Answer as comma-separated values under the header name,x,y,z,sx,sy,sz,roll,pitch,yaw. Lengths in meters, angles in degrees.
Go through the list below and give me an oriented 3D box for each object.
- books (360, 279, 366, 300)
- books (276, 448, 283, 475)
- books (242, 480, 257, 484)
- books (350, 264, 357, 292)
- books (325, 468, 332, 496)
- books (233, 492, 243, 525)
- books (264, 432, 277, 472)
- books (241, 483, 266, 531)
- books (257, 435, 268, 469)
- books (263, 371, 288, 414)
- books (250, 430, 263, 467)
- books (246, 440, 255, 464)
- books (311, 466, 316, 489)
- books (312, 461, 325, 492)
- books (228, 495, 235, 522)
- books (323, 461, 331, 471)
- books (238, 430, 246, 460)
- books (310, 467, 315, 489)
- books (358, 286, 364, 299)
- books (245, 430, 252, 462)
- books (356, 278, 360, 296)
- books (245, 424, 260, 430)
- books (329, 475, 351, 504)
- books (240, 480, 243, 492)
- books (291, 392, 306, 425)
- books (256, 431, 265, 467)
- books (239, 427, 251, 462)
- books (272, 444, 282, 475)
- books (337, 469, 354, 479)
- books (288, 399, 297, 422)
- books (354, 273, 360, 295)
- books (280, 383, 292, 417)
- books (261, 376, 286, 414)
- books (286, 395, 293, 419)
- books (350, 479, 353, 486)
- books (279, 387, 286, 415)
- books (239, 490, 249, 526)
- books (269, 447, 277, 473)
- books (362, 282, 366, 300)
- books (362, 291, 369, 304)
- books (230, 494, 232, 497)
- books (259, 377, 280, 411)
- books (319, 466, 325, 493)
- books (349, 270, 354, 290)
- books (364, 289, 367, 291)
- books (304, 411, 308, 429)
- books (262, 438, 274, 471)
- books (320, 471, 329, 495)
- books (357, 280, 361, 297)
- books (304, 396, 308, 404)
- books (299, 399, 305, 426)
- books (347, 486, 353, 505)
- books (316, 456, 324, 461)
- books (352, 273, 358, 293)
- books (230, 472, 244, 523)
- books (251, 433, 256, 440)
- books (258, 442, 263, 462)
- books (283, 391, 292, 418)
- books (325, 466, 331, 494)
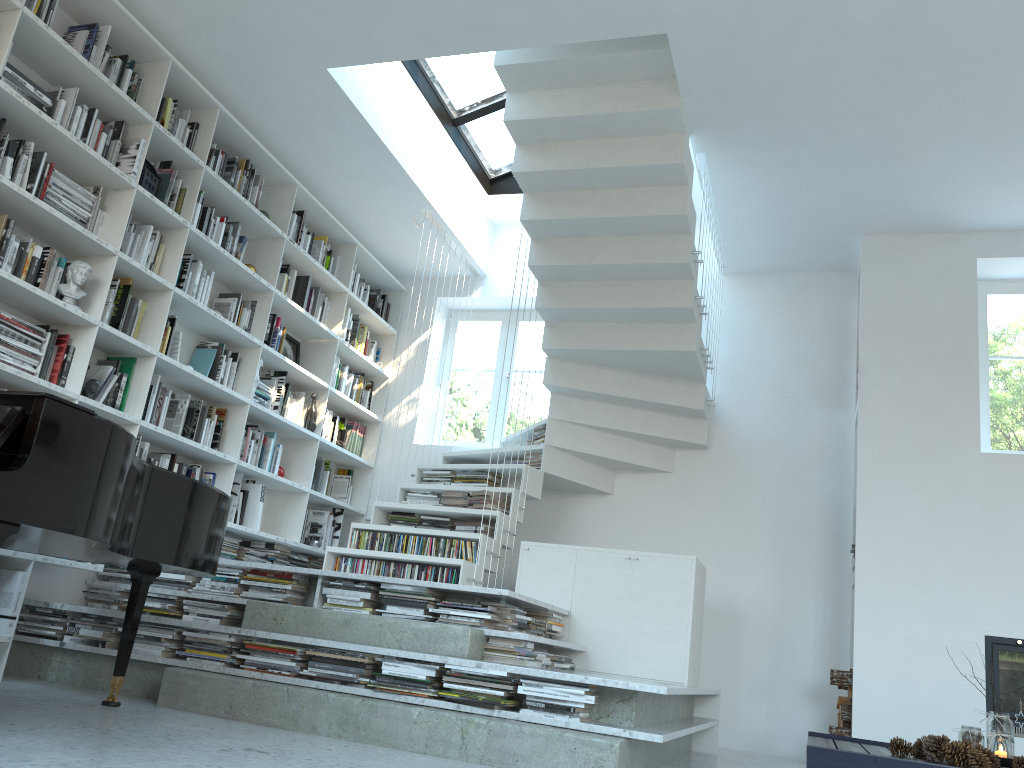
name,x,y,z,sx,sy,sz,roll,pitch,yaw
books,-1.236,-0.688,6.913,0.159,0.284,0.012,2,-17,19
books,-1.621,0.525,5.888,0.170,0.222,0.027,2,-17,19
books,-1.724,0.773,5.663,0.136,0.325,0.012,2,-17,19
books,-1.286,-0.765,6.716,0.184,0.305,0.012,2,-17,19
books,-1.417,0.732,6.507,0.166,0.239,0.013,2,-17,19
books,-1.763,0.774,5.494,0.184,0.216,0.052,2,-17,19
books,-1.644,0.453,5.778,0.181,0.289,0.026,2,-17,19
books,-1.691,0.772,5.586,0.255,0.290,0.075,2,-17,19
books,-1.668,0.447,5.699,0.177,0.248,0.014,2,-17,19
books,-1.595,0.075,5.867,0.180,0.338,0.010,2,-17,19
books,-1.688,0.415,5.612,0.191,0.254,0.028,2,-17,19
books,-1.717,0.437,5.570,0.186,0.181,0.028,2,-17,19
books,-1.483,0.682,6.316,0.149,0.207,0.025,2,-17,19
books,-1.448,0.671,6.336,0.184,0.248,0.027,2,-17,19
books,-1.785,0.772,5.444,0.149,0.184,0.024,2,-17,19
books,-1.422,0.696,6.469,0.161,0.283,0.011,2,-17,19
books,-1.744,0.389,5.497,0.163,0.222,0.011,2,-17,19
books,-1.488,0.669,6.265,0.172,0.201,0.029,2,-17,19
books,-1.243,-0.660,6.875,0.163,0.207,0.026,2,-17,19
books,-1.733,0.401,5.558,0.177,0.238,0.026,2,-17,19
books,-1.265,-0.700,6.823,0.154,0.249,0.027,2,-17,19
books,-1.700,0.400,5.644,0.147,0.298,0.013,2,-17,19
books,-1.324,0.824,6.792,0.161,0.253,0.012,2,-17,19
books,-1.769,0.741,5.542,0.131,0.303,0.010,2,-17,19
books,-1.529,0.185,6.080,0.191,0.270,0.021,2,-17,19
books,-1.682,0.422,5.644,0.186,0.261,0.012,2,-17,19
books,-1.729,0.387,5.522,0.185,0.245,0.045,2,-17,19
books,-1.626,0.511,5.866,0.181,0.235,0.025,2,-17,19
books,-1.311,0.814,6.859,0.129,0.314,0.013,2,-17,19
books,-1.563,0.204,6.059,0.155,0.212,0.025,2,-17,19
books,-1.268,-0.719,6.787,0.179,0.263,0.029,2,-17,19
books,-1.587,0.127,5.934,0.167,0.281,0.059,2,-17,19
books,-1.602,0.090,5.853,0.184,0.299,0.011,2,-17,19
books,-1.576,0.185,6.040,0.129,0.234,0.028,2,-17,19
books,-1.314,0.846,6.830,0.152,0.236,0.022,2,-17,19
books,-1.603,0.130,5.874,0.179,0.236,0.030,2,-17,19
books,-1.750,0.779,5.545,0.171,0.238,0.031,2,-17,19
books,-1.642,0.508,5.802,0.189,0.200,0.030,2,-17,19
books,-1.229,-0.673,6.920,0.143,0.262,0.015,2,-17,19
books,-1.218,-0.637,6.944,0.163,0.211,0.058,2,-17,19
books,-1.800,0.762,5.422,0.140,0.187,0.030,2,-17,19
books,-1.632,0.093,5.849,0.159,0.284,0.012,2,-17,19
books,-1.447,0.703,6.409,0.172,0.229,0.014,2,-17,19
books,-1.297,-0.745,6.681,0.182,0.243,0.023,2,-17,19
books,-1.219,-0.638,6.982,0.131,0.235,0.010,2,-17,19
books,-1.505,0.263,6.169,0.166,0.178,0.028,2,-17,19
books,-1.651,0.468,5.749,0.189,0.243,0.023,2,-17,19
books,-1.424,0.729,6.441,0.174,0.204,0.021,2,-17,19
books,-1.250,-0.686,6.842,0.143,0.236,0.025,2,-17,19
books,-1.516,0.222,6.218,0.138,0.282,0.029,2,-17,19
books,-1.524,0.209,6.104,0.176,0.238,0.041,2,-17,19
books,-1.315,0.865,6.798,0.167,0.181,0.028,2,-17,19
books,-1.452,0.667,6.408,0.141,0.296,0.013,2,-17,19
books,-1.276,-0.725,6.763,0.163,0.258,0.022,2,-17,19
books,-1.767,0.708,5.481,0.168,0.332,0.014,2,-17,19
books,-1.718,0.420,5.598,0.179,0.228,0.012,2,-17,19
books,-1.693,0.442,5.687,0.165,0.246,0.026,2,-17,19
books,-1.578,0.163,5.980,0.147,0.241,0.031,2,-17,19
books,-1.424,0.721,6.499,0.161,0.253,0.012,2,-17,19
